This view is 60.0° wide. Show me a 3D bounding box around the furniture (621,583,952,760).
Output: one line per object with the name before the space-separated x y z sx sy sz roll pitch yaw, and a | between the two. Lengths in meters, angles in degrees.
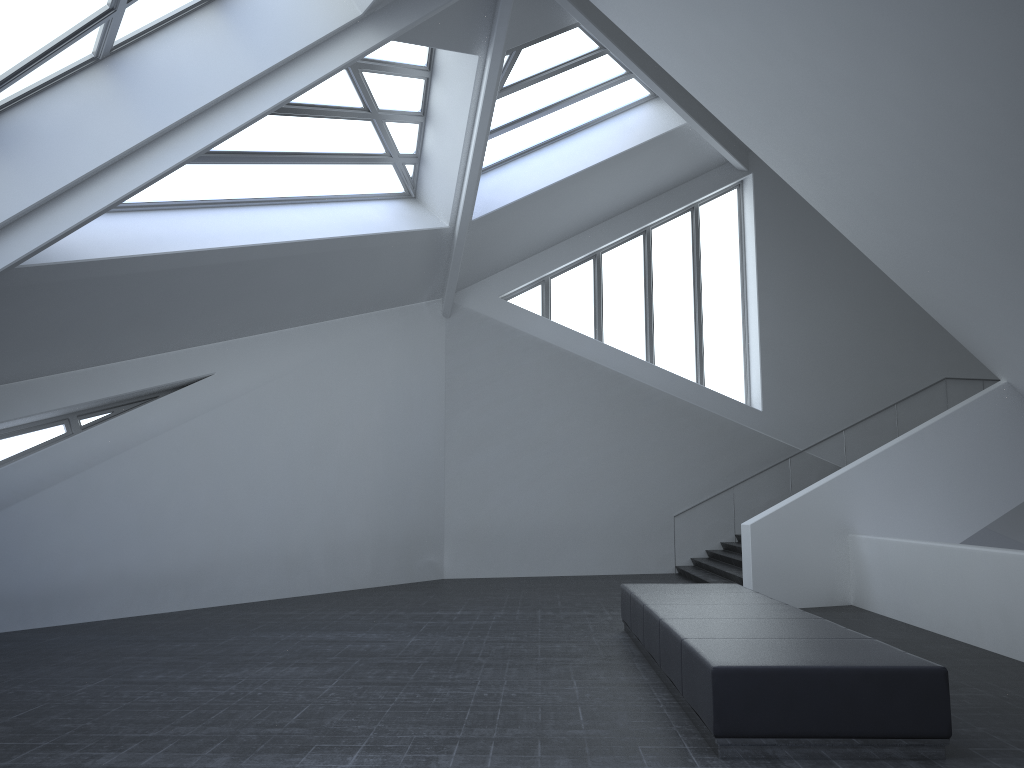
furniture | 2.067 2.450 8.412 1.488 0.580 5.742 0 -8 1
